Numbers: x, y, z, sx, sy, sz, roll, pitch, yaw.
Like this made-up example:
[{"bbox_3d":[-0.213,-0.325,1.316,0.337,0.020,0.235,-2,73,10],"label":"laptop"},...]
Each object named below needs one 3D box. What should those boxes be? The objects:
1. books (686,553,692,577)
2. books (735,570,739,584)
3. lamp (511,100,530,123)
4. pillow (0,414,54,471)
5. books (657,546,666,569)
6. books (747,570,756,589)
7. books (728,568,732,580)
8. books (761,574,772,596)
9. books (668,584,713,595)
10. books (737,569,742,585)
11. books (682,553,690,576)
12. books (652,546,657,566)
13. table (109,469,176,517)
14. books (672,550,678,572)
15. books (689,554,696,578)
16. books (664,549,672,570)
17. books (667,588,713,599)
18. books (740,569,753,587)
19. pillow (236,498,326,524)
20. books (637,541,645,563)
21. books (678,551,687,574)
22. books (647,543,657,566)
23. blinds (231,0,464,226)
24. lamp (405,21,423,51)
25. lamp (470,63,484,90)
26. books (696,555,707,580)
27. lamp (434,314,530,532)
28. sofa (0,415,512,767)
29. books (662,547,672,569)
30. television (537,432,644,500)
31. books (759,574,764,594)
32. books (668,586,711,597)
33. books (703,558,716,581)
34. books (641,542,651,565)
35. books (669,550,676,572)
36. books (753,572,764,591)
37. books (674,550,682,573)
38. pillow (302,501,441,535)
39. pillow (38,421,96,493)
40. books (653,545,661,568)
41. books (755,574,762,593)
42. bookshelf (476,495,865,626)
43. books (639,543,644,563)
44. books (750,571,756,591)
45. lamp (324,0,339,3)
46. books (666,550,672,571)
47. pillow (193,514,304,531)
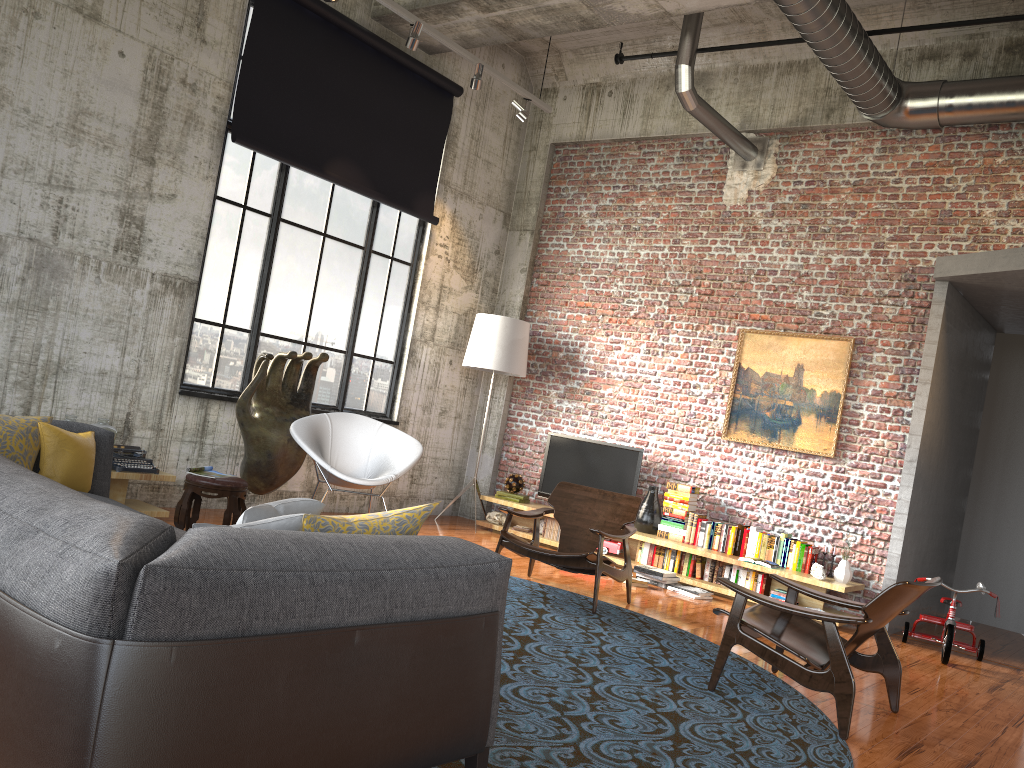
[{"bbox_3d":[1.658,1.652,8.108,0.030,0.220,0.159,10,-1,38],"label":"books"},{"bbox_3d":[2.009,1.728,7.843,0.020,0.168,0.122,10,-1,38],"label":"books"},{"bbox_3d":[0.098,-2.641,8.588,0.226,0.215,0.102,10,-1,-11],"label":"lamp"},{"bbox_3d":[-2.228,0.278,3.784,0.538,0.446,0.259,11,-1,-45],"label":"pillow"},{"bbox_3d":[1.429,1.621,8.288,0.049,0.213,0.149,10,-1,38],"label":"books"},{"bbox_3d":[2.108,1.731,7.764,0.026,0.191,0.138,10,-1,38],"label":"books"},{"bbox_3d":[1.961,1.721,7.880,0.020,0.168,0.122,10,-1,38],"label":"books"},{"bbox_3d":[2.206,1.745,7.682,0.026,0.191,0.138,10,-1,38],"label":"books"},{"bbox_3d":[1.532,1.759,7.599,0.310,0.014,0.251,8,-3,44],"label":"books"},{"bbox_3d":[2.039,1.727,7.837,0.034,0.181,0.132,10,-1,38],"label":"books"},{"bbox_3d":[1.627,1.653,8.125,0.039,0.208,0.152,10,-1,38],"label":"books"},{"bbox_3d":[1.370,1.623,8.336,0.023,0.193,0.140,10,-1,38],"label":"books"},{"bbox_3d":[-3.001,0.781,6.453,0.474,0.359,0.878,9,-2,38],"label":"table"},{"bbox_3d":[1.550,1.637,8.213,0.030,0.220,0.159,10,-1,38],"label":"books"},{"bbox_3d":[1.675,1.654,8.083,0.030,0.220,0.159,10,-1,38],"label":"books"},{"bbox_3d":[1.470,1.637,8.247,0.023,0.193,0.140,10,-1,38],"label":"books"},{"bbox_3d":[1.522,1.790,7.590,0.232,0.017,0.312,12,-3,-37],"label":"books"},{"bbox_3d":[2.059,1.727,7.800,0.043,0.186,0.129,10,-1,38],"label":"books"},{"bbox_3d":[-0.730,0.485,2.638,0.170,0.314,0.365,10,-1,28],"label":"pillow"},{"bbox_3d":[1.248,1.592,8.423,0.022,0.217,0.139,10,-1,38],"label":"books"},{"bbox_3d":[1.605,1.642,8.169,0.052,0.225,0.157,10,-1,38],"label":"books"},{"bbox_3d":[1.347,1.590,8.358,0.046,0.252,0.153,10,-1,38],"label":"books"},{"bbox_3d":[-1.415,-2.523,8.200,0.150,1.463,2.451,10,-1,38],"label":"blinds"},{"bbox_3d":[-0.811,-2.854,7.313,0.102,0.251,0.165,10,-1,-27],"label":"lamp"},{"bbox_3d":[-0.314,-2.742,7.966,0.102,0.251,0.165,10,-1,-7],"label":"lamp"},{"bbox_3d":[1.726,1.646,8.057,0.088,0.256,0.153,10,-1,38],"label":"books"},{"bbox_3d":[-0.285,0.414,9.436,0.695,2.242,0.705,10,0,-29],"label":"lamp"},{"bbox_3d":[-1.535,0.668,3.111,2.996,0.861,1.366,8,-2,40],"label":"sofa"},{"bbox_3d":[1.459,1.624,8.267,0.022,0.217,0.139,10,-1,38],"label":"books"},{"bbox_3d":[0.782,0.960,8.984,1.087,0.793,0.286,9,-1,25],"label":"television"},{"bbox_3d":[2.190,1.744,7.698,0.019,0.189,0.121,10,-1,38],"label":"books"},{"bbox_3d":[1.522,1.773,7.594,0.306,0.017,0.232,9,-3,36],"label":"books"},{"bbox_3d":[1.800,1.674,8.022,0.049,0.214,0.150,10,-1,38],"label":"books"},{"bbox_3d":[1.308,1.587,8.394,0.057,0.246,0.172,10,-1,38],"label":"books"},{"bbox_3d":[1.516,1.641,8.223,0.032,0.200,0.146,10,-1,38],"label":"books"},{"bbox_3d":[2.148,1.737,7.733,0.026,0.191,0.138,10,-1,38],"label":"books"},{"bbox_3d":[1.561,1.637,8.179,0.030,0.220,0.159,10,-1,38],"label":"books"},{"bbox_3d":[-0.506,0.544,2.735,0.538,0.446,0.259,11,-1,-45],"label":"pillow"},{"bbox_3d":[-2.009,0.344,4.024,0.168,0.318,0.435,10,-1,13],"label":"pillow"},{"bbox_3d":[1.392,1.618,8.313,0.039,0.208,0.152,10,-1,38],"label":"books"},{"bbox_3d":[2.173,1.746,7.719,0.034,0.181,0.132,10,-1,38],"label":"books"},{"bbox_3d":[1.297,1.615,8.462,3.835,0.359,0.550,8,-2,38],"label":"bookshelf"},{"bbox_3d":[1.266,1.607,8.412,0.023,0.193,0.140,10,-1,38],"label":"books"},{"bbox_3d":[2.126,1.734,7.746,0.026,0.191,0.138,10,-1,38],"label":"books"},{"bbox_3d":[-1.370,-2.973,6.672,0.260,0.211,0.102,9,-1,33],"label":"lamp"},{"bbox_3d":[1.489,1.640,8.235,0.023,0.193,0.140,10,-1,38],"label":"books"},{"bbox_3d":[-0.743,0.496,2.439,0.168,0.318,0.436,10,-1,38],"label":"pillow"}]
